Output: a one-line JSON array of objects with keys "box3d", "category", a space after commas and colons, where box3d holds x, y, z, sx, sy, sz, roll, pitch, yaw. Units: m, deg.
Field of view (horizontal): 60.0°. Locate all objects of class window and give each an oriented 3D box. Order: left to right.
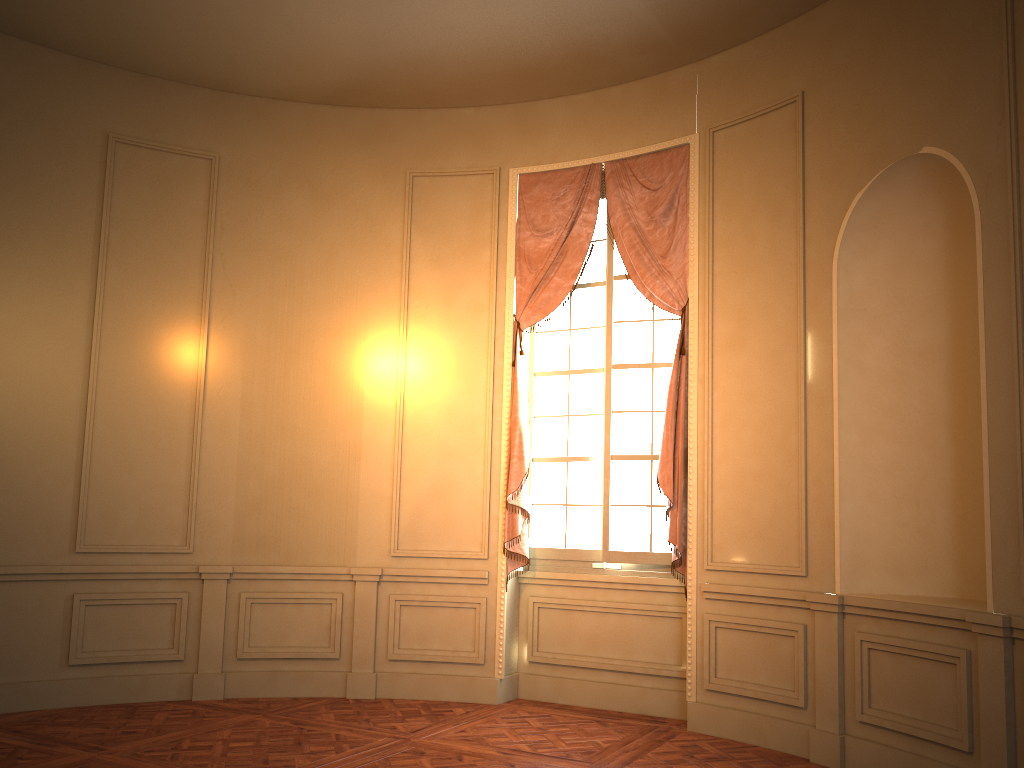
[{"box3d": [0.666, -0.115, 6.130, 1.285, 2.826, 0.156, -2, -7, 28], "category": "window"}]

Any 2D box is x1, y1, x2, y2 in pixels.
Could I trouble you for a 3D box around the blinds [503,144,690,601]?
[{"box3d": [0.557, -0.082, 5.917, 1.308, 2.965, 0.292, -2, -7, 28], "category": "blinds"}]
